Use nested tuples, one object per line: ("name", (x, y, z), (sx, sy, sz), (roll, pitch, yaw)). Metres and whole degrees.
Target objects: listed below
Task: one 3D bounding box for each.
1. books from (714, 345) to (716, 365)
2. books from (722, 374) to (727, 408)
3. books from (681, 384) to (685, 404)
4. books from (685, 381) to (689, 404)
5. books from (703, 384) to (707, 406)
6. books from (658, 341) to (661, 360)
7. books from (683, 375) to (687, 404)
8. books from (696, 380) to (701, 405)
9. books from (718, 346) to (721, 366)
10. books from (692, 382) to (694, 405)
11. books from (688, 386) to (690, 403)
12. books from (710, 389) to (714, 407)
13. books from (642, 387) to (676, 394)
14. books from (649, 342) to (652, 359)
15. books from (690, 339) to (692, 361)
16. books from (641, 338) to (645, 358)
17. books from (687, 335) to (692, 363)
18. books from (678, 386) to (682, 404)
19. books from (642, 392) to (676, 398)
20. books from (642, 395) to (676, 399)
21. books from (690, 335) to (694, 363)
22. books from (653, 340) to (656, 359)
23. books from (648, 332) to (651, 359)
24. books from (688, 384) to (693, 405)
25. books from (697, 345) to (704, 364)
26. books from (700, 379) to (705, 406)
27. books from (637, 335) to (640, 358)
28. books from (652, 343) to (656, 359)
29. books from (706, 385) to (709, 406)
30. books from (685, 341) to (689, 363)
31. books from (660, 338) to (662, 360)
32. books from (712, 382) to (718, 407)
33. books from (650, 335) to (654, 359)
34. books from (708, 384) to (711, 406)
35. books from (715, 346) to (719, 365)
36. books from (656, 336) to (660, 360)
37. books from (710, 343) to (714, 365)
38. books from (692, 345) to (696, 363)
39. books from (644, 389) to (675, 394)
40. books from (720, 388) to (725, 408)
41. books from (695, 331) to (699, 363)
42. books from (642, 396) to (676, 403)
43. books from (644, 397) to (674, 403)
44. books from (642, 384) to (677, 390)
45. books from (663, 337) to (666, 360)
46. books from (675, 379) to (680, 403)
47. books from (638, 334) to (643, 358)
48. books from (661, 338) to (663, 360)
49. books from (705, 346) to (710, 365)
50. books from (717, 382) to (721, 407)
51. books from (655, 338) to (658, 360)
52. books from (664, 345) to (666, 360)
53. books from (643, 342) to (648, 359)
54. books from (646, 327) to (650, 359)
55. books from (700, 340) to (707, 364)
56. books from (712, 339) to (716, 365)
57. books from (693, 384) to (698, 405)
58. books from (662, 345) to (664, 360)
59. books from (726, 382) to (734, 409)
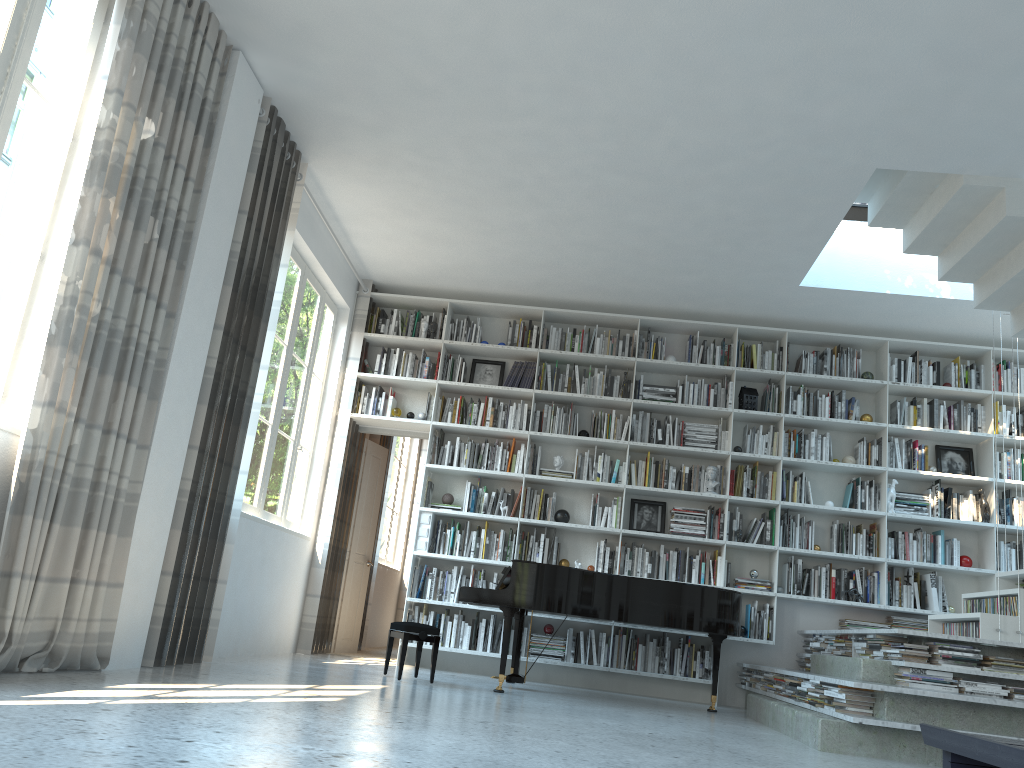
("books", (1.761, -0.208, 7.757), (0.012, 0.216, 0.180), (6, -15, 5))
("books", (1.831, 0.099, 7.675), (0.012, 0.333, 0.156), (6, -15, 5))
("books", (1.474, 0.124, 7.715), (0.024, 0.223, 0.129), (6, -15, 5))
("books", (1.506, 0.114, 7.690), (0.021, 0.237, 0.172), (6, -15, 5))
("books", (1.655, 0.133, 7.665), (0.023, 0.222, 0.191), (6, -15, 5))
("books", (1.291, -0.253, 7.805), (0.016, 0.218, 0.144), (6, -15, 5))
("books", (1.492, 0.086, 7.682), (0.011, 0.283, 0.190), (6, -15, 5))
("books", (1.612, 0.112, 7.704), (0.029, 0.272, 0.141), (6, -15, 5))
("books", (1.806, -0.205, 7.781), (0.026, 0.233, 0.137), (6, -15, 5))
("books", (1.561, 0.119, 7.695), (0.012, 0.244, 0.132), (6, -15, 5))
("books", (1.521, 0.135, 7.695), (0.011, 0.203, 0.133), (6, -15, 5))
("books", (1.713, 0.156, 7.657), (0.029, 0.187, 0.176), (6, -15, 5))
("books", (1.281, 0.068, 7.726), (0.285, 0.024, 0.160), (5, -15, 7))
("books", (1.213, -0.250, 7.828), (0.011, 0.205, 0.146), (6, -15, 5))
("books", (1.560, -0.248, 7.796), (0.011, 0.266, 0.129), (6, -15, 5))
("books", (1.147, -0.269, 7.829), (0.023, 0.227, 0.157), (6, -15, 5))
("books", (1.549, -0.266, 7.784), (0.014, 0.291, 0.176), (6, -15, 5))
("books", (1.446, 0.131, 7.685), (0.025, 0.187, 0.194), (6, -15, 5))
("books", (1.275, 0.114, 7.706), (0.285, 0.024, 0.160), (4, -15, 10))
("books", (1.272, 0.132, 7.709), (0.285, 0.012, 0.160), (6, -15, 3))
("books", (1.572, -0.263, 7.790), (0.011, 0.295, 0.157), (6, -15, 5))
("books", (1.257, -0.257, 7.833), (0.006, 0.232, 0.136), (6, -15, 5))
("books", (1.207, -0.297, 7.828), (0.010, 0.295, 0.153), (6, -15, 5))
("books", (1.539, 0.127, 7.682), (0.027, 0.216, 0.190), (6, -15, 5))
("books", (1.637, -0.217, 7.768), (0.050, 0.210, 0.173), (6, -15, 5))
("books", (1.636, 0.111, 7.682), (0.023, 0.268, 0.185), (6, -15, 5))
("books", (1.106, -0.285, 7.837), (0.012, 0.253, 0.161), (6, -15, 5))
("books", (1.239, -0.246, 7.810), (0.023, 0.195, 0.172), (6, -15, 5))
("books", (1.684, 0.135, 7.676), (0.010, 0.229, 0.152), (6, -15, 5))
("books", (1.535, -0.240, 7.797), (0.012, 0.245, 0.151), (6, -15, 5))
("books", (1.304, -0.270, 7.806), (0.005, 0.254, 0.168), (6, -15, 5))
("books", (1.746, 0.130, 7.661), (0.032, 0.247, 0.174), (6, -15, 5))
("books", (1.225, -0.284, 7.808), (0.011, 0.264, 0.164), (6, -15, 5))
("books", (1.695, 0.135, 7.668), (0.012, 0.230, 0.159), (6, -15, 5))
("books", (1.777, -0.204, 7.737), (0.023, 0.201, 0.193), (6, -15, 5))
("books", (1.280, -0.275, 7.816), (0.013, 0.263, 0.147), (6, -15, 5))
("books", (1.735, -0.219, 7.766), (0.023, 0.236, 0.154), (6, -15, 5))
("books", (1.588, -0.216, 7.789), (0.031, 0.208, 0.147), (6, -15, 5))
("books", (1.278, 0.091, 7.715), (0.254, 0.025, 0.161), (7, -15, 1))
("books", (1.802, 0.158, 7.652), (0.029, 0.202, 0.192), (6, -15, 5))
("books", (1.614, -0.279, 7.781), (0.010, 0.330, 0.186), (6, -15, 5))
("books", (1.270, 0.143, 7.704), (0.285, 0.012, 0.160), (6, -15, 2))
("books", (1.269, 0.155, 7.701), (0.254, 0.012, 0.161), (6, -15, 2))
("books", (1.284, 0.047, 7.737), (0.285, 0.024, 0.160), (6, -15, 5))
("books", (1.334, -0.267, 7.806), (0.011, 0.255, 0.144), (6, -15, 5))
("books", (1.431, 0.099, 7.699), (0.012, 0.253, 0.161), (6, -15, 5))
("books", (1.123, -0.288, 7.817), (0.026, 0.252, 0.186), (6, -15, 5))
("books", (1.313, -0.261, 7.823), (0.013, 0.249, 0.148), (6, -15, 5))
("books", (1.705, -0.207, 7.759), (0.033, 0.202, 0.167), (6, -15, 5))
("books", (1.777, 0.131, 7.676), (0.029, 0.260, 0.133), (6, -15, 5))
("books", (1.267, -0.267, 7.821), (0.014, 0.247, 0.139), (6, -15, 5))
("books", (1.341, -0.251, 7.822), (0.004, 0.235, 0.138), (6, -15, 5))
("books", (1.168, -0.254, 7.811), (0.026, 0.194, 0.167), (6, -15, 5))
("books", (1.197, -0.318, 7.840), (0.014, 0.340, 0.145), (6, -15, 5))
("books", (1.680, -0.237, 7.789), (0.028, 0.269, 0.140), (6, -15, 5))
("books", (1.753, -0.238, 7.755), (0.010, 0.269, 0.180), (6, -15, 5))
("books", (1.579, 0.130, 7.681), (0.028, 0.218, 0.184), (6, -15, 5))
("books", (1.320, -0.233, 7.805), (0.010, 0.186, 0.153), (6, -15, 5))
("books", (1.855, 0.131, 7.598), (0.037, 0.236, 0.273), (6, -15, 5))
